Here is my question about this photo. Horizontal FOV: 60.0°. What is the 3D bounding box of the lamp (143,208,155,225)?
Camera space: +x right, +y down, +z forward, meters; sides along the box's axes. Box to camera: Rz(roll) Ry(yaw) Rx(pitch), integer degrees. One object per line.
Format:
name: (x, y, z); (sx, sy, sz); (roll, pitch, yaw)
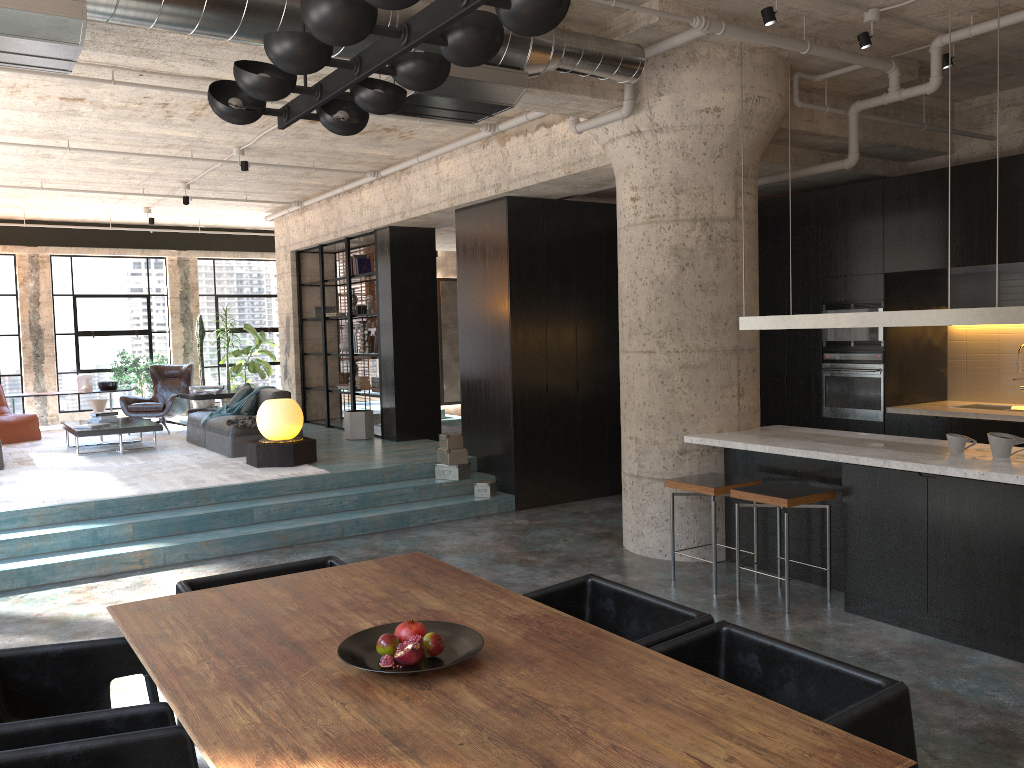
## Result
lamp: (-5.248, -2.423, 12.824); (0.143, 0.223, 0.107); (-3, 4, -20)

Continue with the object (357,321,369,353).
object: (-2.046, -0.652, 12.243); (0.191, 0.447, 0.192); (-1, 3, 15)

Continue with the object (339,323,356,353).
object: (-2.363, -0.670, 12.794); (0.265, 0.432, 0.265); (-1, 3, 11)

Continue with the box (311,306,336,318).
box: (-2.741, -1.043, 12.882); (0.306, 0.157, 0.312); (-3, 4, -23)

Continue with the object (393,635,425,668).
object: (-0.299, 0.780, 2.598); (0.088, 0.082, 0.110); (-1, 3, 7)

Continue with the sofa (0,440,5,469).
sofa: (-6.183, 0.526, 9.664); (1.019, 0.680, 2.063); (-4, 4, -33)

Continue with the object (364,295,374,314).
object: (-1.975, -1.081, 12.146); (0.131, 0.280, 0.252); (-3, 4, -25)

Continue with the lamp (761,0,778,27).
lamp: (1.585, -2.296, 5.373); (0.145, 0.236, 0.107); (1, 4, 40)

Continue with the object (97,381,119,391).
object: (-6.322, 0.031, 13.886); (0.307, 0.129, 0.307); (-1, 3, 6)

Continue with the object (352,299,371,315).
object: (-1.962, -1.015, 11.683); (0.200, 0.200, 0.409); (-3, 4, -23)

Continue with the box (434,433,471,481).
box: (-0.588, 0.711, 8.747); (0.280, 0.441, 0.331); (-5, 5, -44)

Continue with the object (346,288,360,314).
object: (-2.228, -1.148, 12.470); (0.180, 0.394, 0.178); (-4, 4, -39)

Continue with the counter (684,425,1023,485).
counter: (2.609, 0.429, 5.184); (1.000, 0.046, 3.500); (-4, 4, -33)

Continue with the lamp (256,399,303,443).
lamp: (-2.355, 0.366, 9.006); (0.462, 0.417, 0.462); (-2, 3, -5)

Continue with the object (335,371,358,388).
object: (-2.378, -0.061, 12.904); (0.284, 0.231, 0.335); (-4, 4, -33)

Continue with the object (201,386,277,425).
object: (-3.221, 0.253, 10.670); (0.985, 0.438, 0.444); (-2, 3, -6)

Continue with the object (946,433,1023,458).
object: (2.724, 0.343, 5.092); (0.188, 0.133, 0.437); (-4, 4, -32)

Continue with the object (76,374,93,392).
object: (-6.531, -0.010, 13.566); (0.214, 0.259, 0.154); (-4, 4, -33)

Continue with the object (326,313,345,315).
object: (-2.509, -0.998, 12.580); (0.227, 0.024, 0.166); (1, 4, 36)

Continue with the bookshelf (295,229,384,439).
bookshelf: (-2.134, -0.664, 12.214); (0.628, 2.571, 2.900); (-4, 4, -33)

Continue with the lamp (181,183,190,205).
lamp: (-4.004, -2.329, 10.897); (0.107, 0.252, 0.144); (-2, 3, -1)

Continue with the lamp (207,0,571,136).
lamp: (-0.378, -1.541, 2.482); (0.583, 1.327, 1.813); (-4, 4, -33)

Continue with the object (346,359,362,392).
object: (-2.120, -0.111, 11.950); (0.218, 0.433, 0.218); (-4, 4, -41)

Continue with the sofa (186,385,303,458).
sofa: (-3.166, 0.391, 10.616); (1.019, 0.680, 2.063); (-4, 4, -33)

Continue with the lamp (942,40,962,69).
lamp: (3.164, -2.397, 6.394); (0.145, 0.236, 0.107); (1, 4, 40)

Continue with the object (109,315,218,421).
object: (-5.750, -0.276, 14.563); (0.971, 1.708, 1.641); (1, 4, 33)

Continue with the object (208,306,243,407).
object: (-4.735, -0.388, 14.677); (0.523, 1.863, 0.629); (0, 4, 26)

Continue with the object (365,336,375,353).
object: (-1.918, -0.537, 12.097); (0.189, 0.230, 0.190); (-1, 3, 12)

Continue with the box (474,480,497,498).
box: (-0.255, 1.014, 8.576); (0.172, 0.140, 0.187); (0, 4, 20)

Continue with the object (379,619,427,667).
object: (-0.322, 0.771, 2.667); (0.100, 0.097, 0.219); (-1, 3, 11)

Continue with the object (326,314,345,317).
object: (-2.518, -0.969, 12.582); (0.243, 0.034, 0.179); (1, 4, 35)

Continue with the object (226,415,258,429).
object: (-2.931, 0.432, 9.796); (0.433, 0.185, 0.429); (-4, 4, -37)

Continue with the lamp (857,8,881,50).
lamp: (2.368, -2.346, 5.879); (0.145, 0.236, 0.107); (1, 4, 40)

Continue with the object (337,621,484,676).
object: (-0.301, 0.785, 2.654); (0.435, 0.079, 0.435); (-1, 3, 4)

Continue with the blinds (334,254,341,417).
blinds: (-1.833, -0.492, 12.422); (0.136, 3.160, 2.915); (-4, 4, -33)

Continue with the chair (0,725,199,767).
chair: (-0.955, 1.270, 1.982); (0.754, 0.738, 0.707); (-3, 4, -28)

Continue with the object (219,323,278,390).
object: (-4.510, -0.267, 15.264); (0.921, 1.543, 0.817); (0, 4, 26)

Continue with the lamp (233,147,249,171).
lamp: (-2.743, -2.269, 8.963); (0.107, 0.215, 0.141); (1, 4, 39)

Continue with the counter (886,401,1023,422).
counter: (5.028, 0.334, 6.558); (1.000, 0.142, 4.360); (-4, 4, -33)

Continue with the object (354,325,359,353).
object: (-2.202, -0.640, 12.538); (0.062, 0.395, 0.121); (-3, 4, -30)

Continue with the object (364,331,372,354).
object: (-1.888, -0.549, 11.626); (0.099, 0.301, 0.099); (-4, 4, -38)

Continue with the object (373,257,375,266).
object: (-1.565, -1.527, 11.425); (0.430, 0.217, 0.434); (-3, 4, -30)

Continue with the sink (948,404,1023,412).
sink: (4.344, 0.277, 7.703); (0.458, 0.134, 0.890); (-4, 4, -33)
